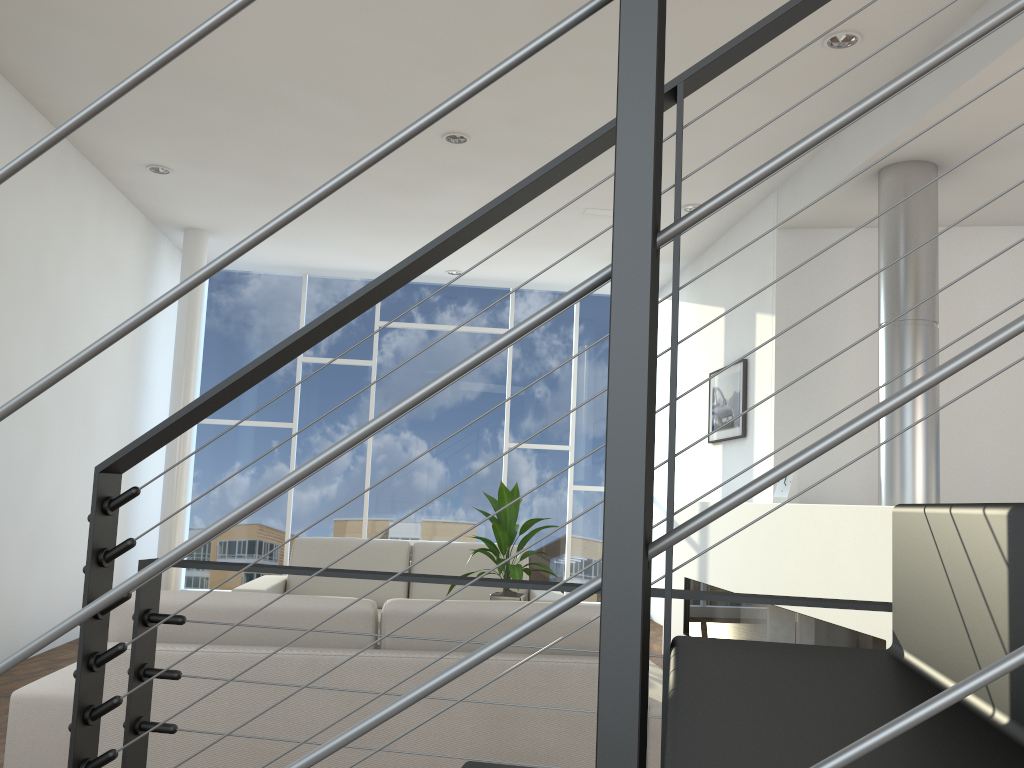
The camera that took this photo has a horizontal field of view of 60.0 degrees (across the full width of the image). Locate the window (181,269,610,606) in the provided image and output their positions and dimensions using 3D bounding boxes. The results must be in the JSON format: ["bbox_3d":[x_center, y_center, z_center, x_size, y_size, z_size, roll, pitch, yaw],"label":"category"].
[{"bbox_3d":[-0.598,-1.137,6.724,3.415,5.619,0.090,3,-6,-5],"label":"window"}]

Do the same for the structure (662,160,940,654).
[{"bbox_3d":[1.386,0.255,3.683,0.750,2.200,2.758,3,-7,-5],"label":"structure"}]

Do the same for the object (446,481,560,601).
[{"bbox_3d":[0.003,0.683,3.478,0.432,0.599,0.459,5,-7,-20],"label":"object"}]

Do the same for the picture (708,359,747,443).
[{"bbox_3d":[1.198,0.108,4.953,0.020,0.414,0.577,3,-7,-5],"label":"picture"}]

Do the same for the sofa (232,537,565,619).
[{"bbox_3d":[-0.537,1.096,4.525,1.611,0.564,0.805,3,-7,-4],"label":"sofa"}]

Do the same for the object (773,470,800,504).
[{"bbox_3d":[1.173,0.438,3.788,0.061,0.151,0.100,5,-7,-18],"label":"object"}]

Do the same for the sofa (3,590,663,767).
[{"bbox_3d":[-0.352,0.830,2.406,1.611,0.564,0.805,3,-7,-4],"label":"sofa"}]

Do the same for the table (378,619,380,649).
[{"bbox_3d":[-0.490,1.102,3.435,1.608,0.284,0.663,3,-7,-4],"label":"table"}]

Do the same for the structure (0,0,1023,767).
[{"bbox_3d":[1.278,0.450,0.379,4.361,6.280,1.097,1,-6,11],"label":"structure"}]
